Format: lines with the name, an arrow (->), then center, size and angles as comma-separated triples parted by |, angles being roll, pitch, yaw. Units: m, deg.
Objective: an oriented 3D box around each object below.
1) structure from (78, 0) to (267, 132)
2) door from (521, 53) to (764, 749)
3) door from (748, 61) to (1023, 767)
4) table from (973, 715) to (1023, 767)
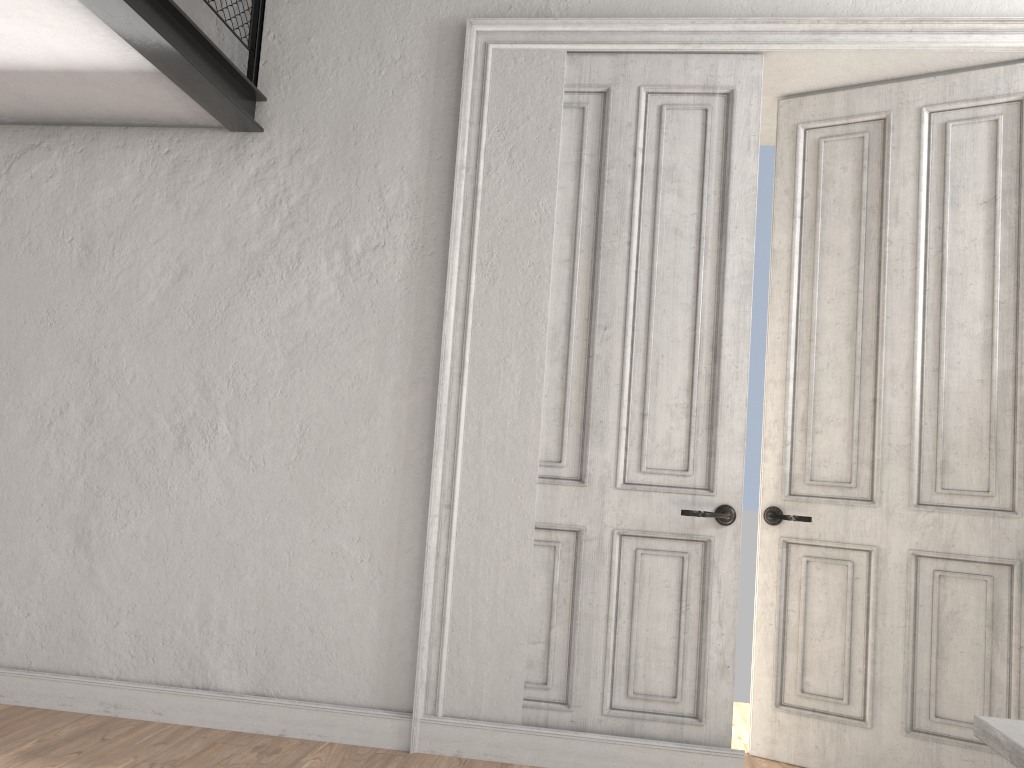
structure -> -3.461, -2.097, 1.178 | 4.157, 1.212, 5.932 | 3, -6, 8
door -> 0.367, 0.055, 3.510 | 1.097, 2.812, 0.216 | 3, -5, 9
door -> 1.538, 0.138, 3.512 | 1.097, 2.812, 0.216 | 1, -6, 33
table -> 1.066, 0.801, 0.142 | 1.100, 0.779, 2.202 | 3, -6, 8
